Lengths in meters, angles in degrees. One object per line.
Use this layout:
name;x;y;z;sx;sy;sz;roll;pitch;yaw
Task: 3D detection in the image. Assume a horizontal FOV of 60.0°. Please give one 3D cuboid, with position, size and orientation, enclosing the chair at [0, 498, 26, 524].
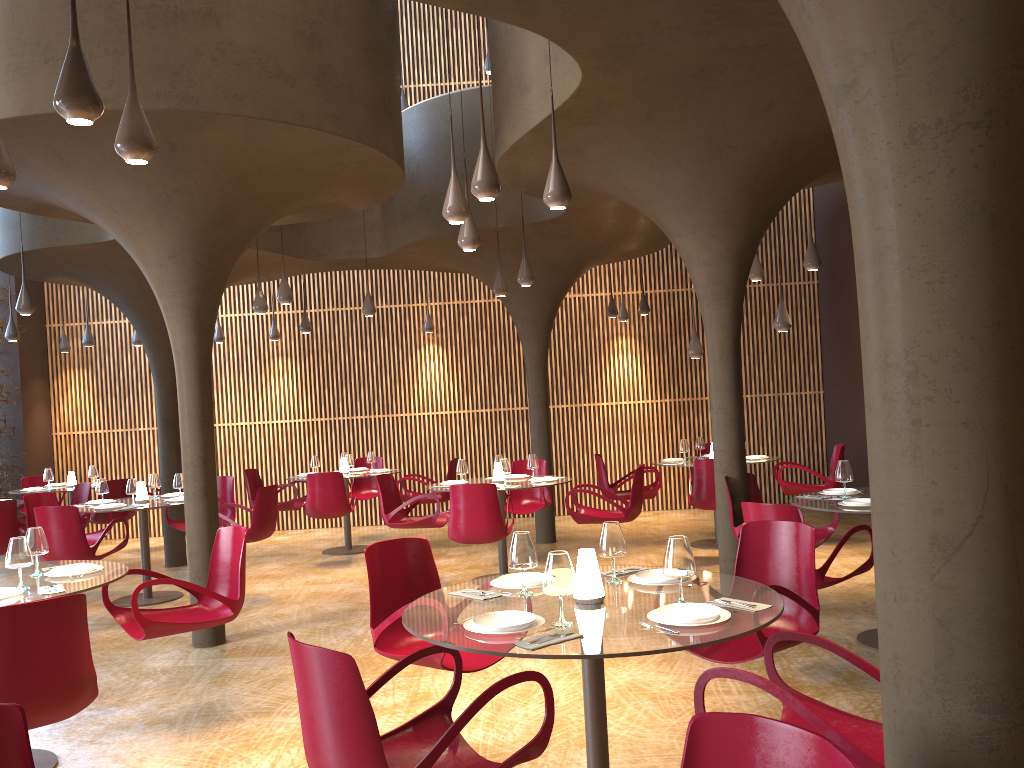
chair;-7.392;1.751;12.533;0.625;0.636;0.872;-3;-1;36

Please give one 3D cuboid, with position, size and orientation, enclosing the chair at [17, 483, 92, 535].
chair;-5.964;1.654;11.619;0.625;0.636;0.872;-3;-1;41

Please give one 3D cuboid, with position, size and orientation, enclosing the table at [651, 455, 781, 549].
table;2.727;1.571;11.779;1.673;1.130;1.671;-3;-1;21

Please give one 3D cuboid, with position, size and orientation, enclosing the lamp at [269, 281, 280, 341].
lamp;-4.266;-3.881;15.286;0.196;6.277;0.196;-3;0;26

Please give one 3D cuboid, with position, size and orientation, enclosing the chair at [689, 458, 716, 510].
chair;2.415;1.173;10.576;0.625;0.636;0.872;-3;-1;11

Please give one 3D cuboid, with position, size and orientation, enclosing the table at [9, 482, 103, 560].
table;-6.634;2.118;13.430;1.673;1.130;1.671;-4;-1;43

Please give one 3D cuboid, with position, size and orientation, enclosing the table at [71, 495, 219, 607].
table;-4.223;1.919;10.207;1.673;1.130;1.671;-3;-1;20

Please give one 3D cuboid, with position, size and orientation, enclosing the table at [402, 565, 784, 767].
table;0.378;1.538;3.980;1.671;1.130;1.673;-3;-1;-38

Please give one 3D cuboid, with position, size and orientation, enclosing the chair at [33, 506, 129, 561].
chair;-4.435;1.517;9.061;0.625;0.636;0.872;-3;-1;6

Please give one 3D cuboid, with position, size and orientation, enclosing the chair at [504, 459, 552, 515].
chair;0.174;1.311;11.323;0.625;0.636;0.872;-3;-1;11

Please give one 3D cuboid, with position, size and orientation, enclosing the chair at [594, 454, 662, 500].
chair;1.565;1.249;11.979;0.873;0.636;0.625;-3;0;6

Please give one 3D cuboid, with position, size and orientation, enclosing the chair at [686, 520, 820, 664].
chair;1.275;1.116;4.802;0.872;0.636;0.625;-3;-1;-44

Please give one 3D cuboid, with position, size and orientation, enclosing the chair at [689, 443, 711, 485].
chair;2.898;1.192;12.780;0.625;0.636;0.872;-3;-1;16

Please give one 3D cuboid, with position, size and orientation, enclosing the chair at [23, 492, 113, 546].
chair;-5.248;1.589;10.388;0.873;0.636;0.625;-3;0;16

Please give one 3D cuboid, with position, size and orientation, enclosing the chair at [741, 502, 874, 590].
chair;2.030;1.104;6.211;0.872;0.636;0.625;-3;-1;-37

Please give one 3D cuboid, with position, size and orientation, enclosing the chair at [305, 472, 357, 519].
chair;-2.432;1.464;11.813;0.625;0.636;0.873;-3;-1;-4

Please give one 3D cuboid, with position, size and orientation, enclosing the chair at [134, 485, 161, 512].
chair;-5.805;1.700;14.271;0.625;0.636;0.872;-3;-1;41

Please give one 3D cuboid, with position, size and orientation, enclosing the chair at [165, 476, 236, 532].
chair;-3.929;1.537;11.360;0.625;0.636;0.872;-3;-1;11

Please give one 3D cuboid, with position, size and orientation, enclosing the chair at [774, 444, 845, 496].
chair;3.857;1.112;11.451;0.873;0.636;0.625;-3;0;11

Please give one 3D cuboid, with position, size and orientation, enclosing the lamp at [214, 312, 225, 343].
lamp;-5.166;-3.835;15.125;0.196;6.277;0.196;-3;0;16

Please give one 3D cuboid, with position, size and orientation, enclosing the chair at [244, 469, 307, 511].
chair;-3.462;1.545;12.979;0.873;0.636;0.625;-3;0;6

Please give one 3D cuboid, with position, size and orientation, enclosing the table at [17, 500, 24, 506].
table;-6.792;2.072;10.778;1.673;1.130;1.671;-4;-1;43

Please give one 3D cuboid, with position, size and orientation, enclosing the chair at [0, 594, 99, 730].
chair;-2.381;1.305;4.265;0.624;0.636;0.873;-3;-1;-41

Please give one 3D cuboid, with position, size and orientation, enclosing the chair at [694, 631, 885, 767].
chair;1.183;1.087;3.165;0.873;0.636;0.624;-4;-1;41

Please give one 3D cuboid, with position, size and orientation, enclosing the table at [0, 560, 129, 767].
table;-3.137;1.757;5.227;1.671;1.130;1.673;-3;-1;-36

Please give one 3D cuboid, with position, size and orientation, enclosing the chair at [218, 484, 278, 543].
chair;-3.043;1.459;9.924;0.873;0.636;0.625;-3;0;11

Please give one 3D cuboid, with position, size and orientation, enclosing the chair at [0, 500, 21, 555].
chair;-5.913;1.616;9.931;0.873;0.636;0.624;-4;-1;41

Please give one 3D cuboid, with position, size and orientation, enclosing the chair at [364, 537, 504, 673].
chair;-0.408;1.210;4.900;0.624;0.636;0.873;-3;-1;-44

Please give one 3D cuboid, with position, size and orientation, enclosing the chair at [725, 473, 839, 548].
chair;2.328;1.121;7.824;0.624;0.636;0.873;-3;-1;-42

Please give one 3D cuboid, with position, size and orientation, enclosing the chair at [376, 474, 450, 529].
chair;-1.144;1.364;10.350;0.873;0.636;0.625;-3;0;16

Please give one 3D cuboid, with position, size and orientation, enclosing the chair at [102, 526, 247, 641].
chair;-2.202;1.330;5.944;0.872;0.636;0.625;-3;-1;-41

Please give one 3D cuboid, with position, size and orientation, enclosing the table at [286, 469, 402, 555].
table;-2.421;1.878;12.975;1.672;1.130;1.672;-3;-1;10

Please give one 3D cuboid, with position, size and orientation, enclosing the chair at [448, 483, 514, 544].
chair;-0.332;1.291;9.023;0.625;0.636;0.872;-3;-1;6

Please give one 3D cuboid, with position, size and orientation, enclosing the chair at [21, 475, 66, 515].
chair;-7.433;1.786;14.089;0.624;0.636;0.873;-3;-1;-44

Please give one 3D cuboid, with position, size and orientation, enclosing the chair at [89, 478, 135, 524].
chair;-5.754;1.663;12.583;0.873;0.636;0.624;-4;-1;41

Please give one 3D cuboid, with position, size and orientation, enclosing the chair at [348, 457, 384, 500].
chair;-2.332;1.508;14.166;0.625;0.636;0.872;-3;-1;1

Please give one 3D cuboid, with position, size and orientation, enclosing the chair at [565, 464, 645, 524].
chair;1.061;1.233;9.886;0.873;0.636;0.625;-3;0;11

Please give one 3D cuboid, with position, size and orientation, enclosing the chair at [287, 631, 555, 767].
chair;-0.369;1.174;3.260;0.872;0.636;0.625;-3;-1;-39

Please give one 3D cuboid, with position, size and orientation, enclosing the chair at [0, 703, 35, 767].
chair;-1.351;1.204;2.103;0.624;0.636;0.873;-3;-1;-36

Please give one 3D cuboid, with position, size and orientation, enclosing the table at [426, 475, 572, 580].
table;-0.119;1.694;10.169;1.673;1.130;1.671;-3;-1;20

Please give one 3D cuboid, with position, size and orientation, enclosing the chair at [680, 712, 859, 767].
chair;0.302;1.106;1.770;0.872;0.636;0.625;-3;-1;-36

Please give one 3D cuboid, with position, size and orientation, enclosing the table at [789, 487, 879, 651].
table;3.066;1.452;6.915;1.671;1.130;1.673;-3;-1;-31

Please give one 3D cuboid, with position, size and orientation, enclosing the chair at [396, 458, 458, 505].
chair;-1.210;1.420;12.905;0.872;0.636;0.625;-3;0;1

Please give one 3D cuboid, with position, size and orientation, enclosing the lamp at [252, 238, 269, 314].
lamp;-3.334;-4.018;11.143;0.196;6.277;0.196;-3;0;36

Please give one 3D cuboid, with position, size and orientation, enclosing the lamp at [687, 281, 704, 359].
lamp;2.072;-3.447;10.800;0.195;6.277;0.196;-3;0;-44
